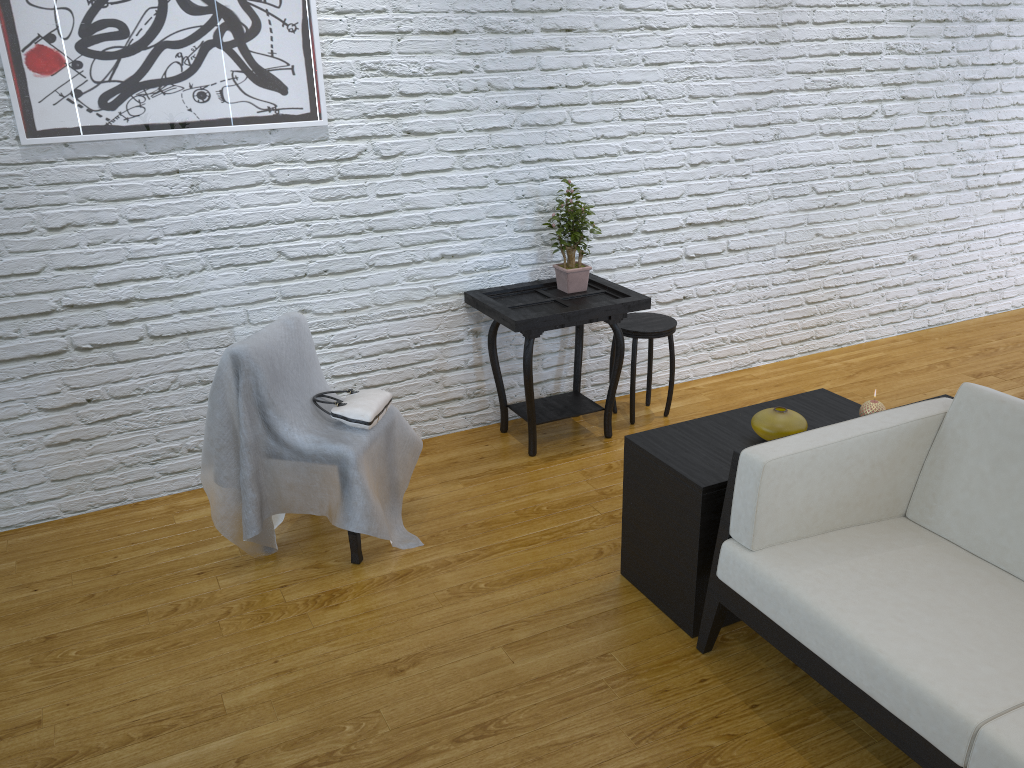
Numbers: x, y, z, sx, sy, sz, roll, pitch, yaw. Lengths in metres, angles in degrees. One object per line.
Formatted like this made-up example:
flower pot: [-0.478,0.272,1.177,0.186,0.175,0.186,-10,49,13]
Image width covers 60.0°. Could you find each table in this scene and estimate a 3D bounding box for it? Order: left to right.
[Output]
table: [0.172,-0.068,3.457,0.562,0.584,0.436,-12,24,-24]

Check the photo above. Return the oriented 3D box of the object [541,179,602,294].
object: [0.228,-0.573,3.396,0.237,0.441,0.173,-2,23,-1]

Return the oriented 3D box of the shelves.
shelves: [0.721,0.343,2.551,0.728,0.456,0.346,-12,24,-24]

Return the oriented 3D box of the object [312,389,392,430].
object: [-0.507,0.072,2.758,0.224,0.086,0.230,2,22,10]

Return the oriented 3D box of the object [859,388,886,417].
object: [1.012,0.061,2.481,0.071,0.105,0.070,-1,22,1]

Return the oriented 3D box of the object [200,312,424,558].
object: [-0.588,0.159,2.779,0.635,0.695,0.638,3,23,12]

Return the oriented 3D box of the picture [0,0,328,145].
picture: [-1.039,-1.143,2.639,0.918,0.778,0.010,-12,25,-24]

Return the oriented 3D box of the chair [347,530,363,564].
chair: [-0.590,0.172,2.774,0.340,0.671,0.344,5,23,14]

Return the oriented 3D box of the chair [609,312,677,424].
chair: [0.538,-0.062,3.654,0.260,0.412,0.260,20,30,41]

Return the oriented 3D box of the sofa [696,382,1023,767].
sofa: [0.670,0.781,1.158,9.699,0.687,5.290,-11,24,-24]

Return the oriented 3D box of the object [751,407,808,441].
object: [0.722,0.109,2.397,0.146,0.091,0.145,4,23,14]
